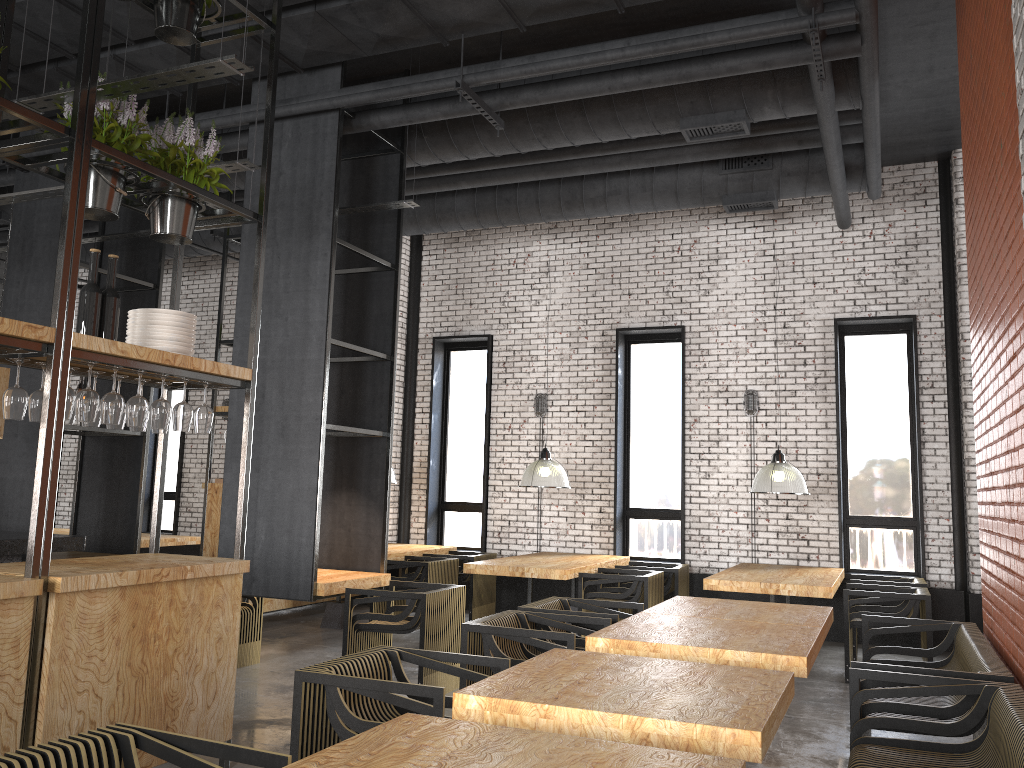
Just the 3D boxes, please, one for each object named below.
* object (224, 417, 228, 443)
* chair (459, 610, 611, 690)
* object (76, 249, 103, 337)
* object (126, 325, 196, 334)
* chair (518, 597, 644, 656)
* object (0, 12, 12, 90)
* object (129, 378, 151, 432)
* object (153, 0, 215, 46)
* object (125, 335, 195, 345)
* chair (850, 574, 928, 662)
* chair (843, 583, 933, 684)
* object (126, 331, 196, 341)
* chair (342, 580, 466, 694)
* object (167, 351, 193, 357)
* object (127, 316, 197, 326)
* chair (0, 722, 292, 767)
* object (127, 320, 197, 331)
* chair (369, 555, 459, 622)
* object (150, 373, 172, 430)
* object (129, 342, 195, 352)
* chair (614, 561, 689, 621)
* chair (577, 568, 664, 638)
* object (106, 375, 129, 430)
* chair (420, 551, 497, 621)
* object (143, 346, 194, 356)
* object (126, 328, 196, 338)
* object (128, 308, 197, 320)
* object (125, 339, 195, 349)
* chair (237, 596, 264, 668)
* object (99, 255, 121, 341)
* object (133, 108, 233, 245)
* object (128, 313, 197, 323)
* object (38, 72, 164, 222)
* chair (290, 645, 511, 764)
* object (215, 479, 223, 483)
[{"bbox_3d":[-2.911,0.476,9.149,0.101,0.268,0.101,6,-9,-30],"label":"object"},{"bbox_3d":[0.140,1.674,4.859,0.638,0.732,0.655,-2,-8,23],"label":"chair"},{"bbox_3d":[-1.976,-0.400,4.159,0.098,0.472,0.098,4,-8,-15],"label":"object"},{"bbox_3d":[-1.803,-0.264,4.561,0.335,0.043,0.333,1,-7,6],"label":"object"},{"bbox_3d":[0.442,1.772,5.607,0.638,0.732,0.655,-1,-8,22],"label":"chair"},{"bbox_3d":[-2.302,-1.178,3.552,0.416,0.560,0.466,3,-8,-9],"label":"object"},{"bbox_3d":[-1.910,0.109,4.554,0.101,0.268,0.100,4,-8,-13],"label":"object"},{"bbox_3d":[-1.805,-2.146,4.800,0.416,0.560,0.467,9,-10,-42],"label":"object"},{"bbox_3d":[-1.805,-0.209,4.555,0.334,0.039,0.334,3,-7,-11],"label":"object"},{"bbox_3d":[3.474,2.169,8.174,0.638,0.732,0.655,-1,-8,22],"label":"chair"},{"bbox_3d":[3.062,2.043,7.229,0.638,0.732,0.655,-2,-8,23],"label":"chair"},{"bbox_3d":[-1.803,-0.229,4.557,0.334,0.040,0.334,-5,-10,45],"label":"object"},{"bbox_3d":[-0.769,1.830,6.372,0.638,0.732,0.655,-1,-8,21],"label":"chair"},{"bbox_3d":[-1.806,-0.132,4.544,0.334,0.033,0.334,-3,-8,31],"label":"object"},{"bbox_3d":[-1.802,-0.303,4.568,0.334,0.044,0.334,2,-7,-6],"label":"object"},{"bbox_3d":[-1.018,1.312,2.141,0.638,0.732,0.655,-2,-8,25],"label":"chair"},{"bbox_3d":[-1.803,-0.283,4.565,0.334,0.041,0.334,3,-7,-8],"label":"object"},{"bbox_3d":[-0.982,2.134,8.936,0.638,0.732,0.655,-2,-8,23],"label":"chair"},{"bbox_3d":[-1.703,0.086,4.309,0.101,0.268,0.100,4,-8,-13],"label":"object"},{"bbox_3d":[-1.805,-0.171,4.549,0.334,0.037,0.334,3,-7,-11],"label":"object"},{"bbox_3d":[1.431,2.214,9.031,0.638,0.732,0.655,-1,-8,20],"label":"chair"},{"bbox_3d":[1.001,2.089,8.094,0.638,0.732,0.655,-1,-8,21],"label":"chair"},{"bbox_3d":[-1.967,0.091,4.419,0.101,0.268,0.100,4,-8,-13],"label":"object"},{"bbox_3d":[-0.598,2.260,9.893,0.638,0.732,0.655,-1,-8,21],"label":"chair"},{"bbox_3d":[-1.807,-0.152,4.547,0.334,0.046,0.334,1,-7,4],"label":"object"},{"bbox_3d":[-1.803,-0.244,4.559,0.334,0.039,0.334,-2,-8,31],"label":"object"},{"bbox_3d":[-1.801,-0.341,4.573,0.334,0.039,0.334,2,-7,-3],"label":"object"},{"bbox_3d":[-1.804,-0.190,4.551,0.334,0.040,0.334,3,-7,-13],"label":"object"},{"bbox_3d":[-2.448,1.863,7.043,0.638,0.732,0.655,-2,-8,25],"label":"chair"},{"bbox_3d":[-1.935,-0.387,4.257,0.098,0.472,0.098,4,-8,-15],"label":"object"},{"bbox_3d":[-1.763,-1.029,4.660,0.416,0.560,0.466,-1,-8,17],"label":"object"},{"bbox_3d":[-1.801,-0.321,4.570,0.335,0.039,0.334,2,-7,-2],"label":"object"},{"bbox_3d":[-1.987,-1.083,4.265,0.416,0.560,0.466,-3,-9,31],"label":"object"},{"bbox_3d":[-0.432,1.499,3.548,0.638,0.732,0.655,-1,-8,22],"label":"chair"},{"bbox_3d":[-2.780,1.017,9.210,0.411,0.050,0.410,-1,-7,22],"label":"object"}]
